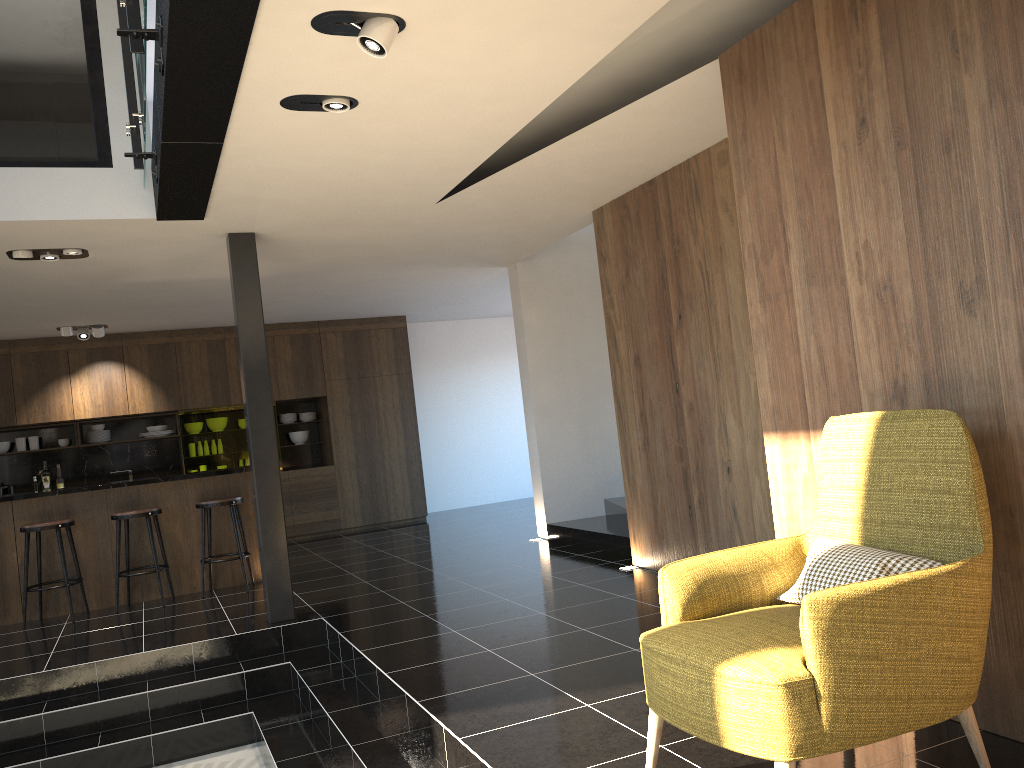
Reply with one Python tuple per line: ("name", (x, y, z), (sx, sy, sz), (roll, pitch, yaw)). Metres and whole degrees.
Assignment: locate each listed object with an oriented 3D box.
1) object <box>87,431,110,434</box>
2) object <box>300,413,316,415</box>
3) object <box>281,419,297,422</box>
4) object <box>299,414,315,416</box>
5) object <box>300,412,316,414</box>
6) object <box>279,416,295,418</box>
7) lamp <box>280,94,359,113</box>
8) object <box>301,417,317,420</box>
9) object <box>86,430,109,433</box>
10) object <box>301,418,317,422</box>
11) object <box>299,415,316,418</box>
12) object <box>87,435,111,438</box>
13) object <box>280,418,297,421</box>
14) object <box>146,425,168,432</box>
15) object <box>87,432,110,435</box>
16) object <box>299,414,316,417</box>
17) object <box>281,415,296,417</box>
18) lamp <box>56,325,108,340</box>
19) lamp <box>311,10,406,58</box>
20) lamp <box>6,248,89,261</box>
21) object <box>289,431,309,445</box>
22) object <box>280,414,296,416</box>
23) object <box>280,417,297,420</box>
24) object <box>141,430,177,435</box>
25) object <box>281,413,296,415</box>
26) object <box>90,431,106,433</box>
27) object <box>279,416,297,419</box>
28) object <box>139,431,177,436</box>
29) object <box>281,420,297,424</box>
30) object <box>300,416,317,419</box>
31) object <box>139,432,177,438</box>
("object", (-5.013, 0.600, 10.747), (0.269, 0.024, 0.269), (-7, -2, 15))
("object", (-2.683, 0.408, 11.646), (0.220, 0.033, 0.220), (-5, -3, -39))
("object", (-2.910, 0.486, 11.546), (0.220, 0.033, 0.220), (-6, -2, -13))
("object", (-2.682, 0.418, 11.646), (0.220, 0.033, 0.220), (-5, -3, -39))
("object", (-2.684, 0.396, 11.646), (0.220, 0.033, 0.220), (-5, -3, -39))
("object", (-2.915, 0.441, 11.547), (0.220, 0.033, 0.220), (-6, -2, -13))
("lamp", (-0.859, -1.300, 3.932), (0.346, 0.158, 0.195), (-6, -2, -23))
("object", (-2.677, 0.464, 11.644), (0.220, 0.033, 0.220), (-5, -3, -39))
("object", (-5.015, 0.583, 10.748), (0.269, 0.024, 0.269), (-7, -2, 15))
("object", (-2.675, 0.477, 11.644), (0.220, 0.033, 0.220), (-5, -3, -39))
("object", (-2.679, 0.441, 11.645), (0.220, 0.033, 0.220), (-5, -3, -39))
("object", (-5.008, 0.647, 10.746), (0.269, 0.024, 0.269), (-7, -2, 15))
("object", (-2.911, 0.475, 11.546), (0.220, 0.033, 0.220), (-6, -2, -13))
("object", (-4.375, 0.564, 10.943), (0.254, 0.088, 0.254), (-7, -2, 2))
("object", (-5.012, 0.610, 10.747), (0.269, 0.024, 0.269), (-7, -2, 15))
("object", (-2.681, 0.429, 11.645), (0.220, 0.033, 0.220), (-5, -3, -39))
("object", (-2.916, 0.431, 11.547), (0.220, 0.033, 0.220), (-6, -2, -13))
("lamp", (-4.648, -0.621, 9.595), (0.501, 0.280, 0.349), (-6, -2, -23))
("lamp", (-0.556, -1.316, 3.216), (0.346, 0.247, 0.195), (-6, -2, -23))
("lamp", (-3.213, -0.953, 6.139), (0.501, 0.194, 0.349), (-6, -2, -23))
("object", (-2.777, 0.708, 11.596), (0.264, 0.170, 0.264), (-8, -2, 42))
("object", (-2.917, 0.418, 11.547), (0.220, 0.033, 0.220), (-6, -2, -13))
("object", (-2.912, 0.464, 11.546), (0.220, 0.033, 0.220), (-6, -2, -13))
("object", (-4.367, 0.611, 10.942), (0.438, 0.039, 0.438), (-7, -2, 13))
("object", (-2.919, 0.406, 11.548), (0.220, 0.033, 0.220), (-6, -2, -13))
("object", (-5.014, 0.592, 10.747), (0.269, 0.024, 0.269), (-7, -2, 15))
("object", (-2.914, 0.452, 11.547), (0.220, 0.033, 0.220), (-6, -2, -13))
("object", (-4.366, 0.626, 10.941), (0.438, 0.039, 0.438), (-7, -2, 13))
("object", (-2.908, 0.499, 11.545), (0.220, 0.033, 0.220), (-6, -2, -13))
("object", (-2.678, 0.452, 11.645), (0.220, 0.033, 0.220), (-5, -3, -39))
("object", (-4.364, 0.638, 10.941), (0.438, 0.039, 0.438), (-7, -2, 13))
